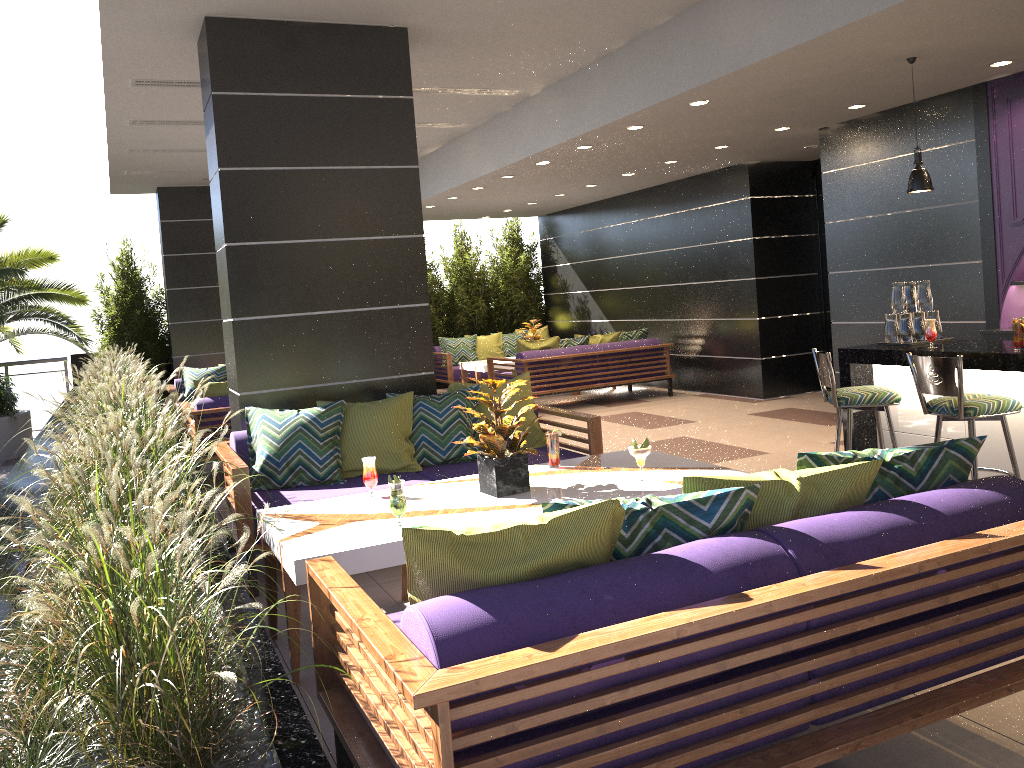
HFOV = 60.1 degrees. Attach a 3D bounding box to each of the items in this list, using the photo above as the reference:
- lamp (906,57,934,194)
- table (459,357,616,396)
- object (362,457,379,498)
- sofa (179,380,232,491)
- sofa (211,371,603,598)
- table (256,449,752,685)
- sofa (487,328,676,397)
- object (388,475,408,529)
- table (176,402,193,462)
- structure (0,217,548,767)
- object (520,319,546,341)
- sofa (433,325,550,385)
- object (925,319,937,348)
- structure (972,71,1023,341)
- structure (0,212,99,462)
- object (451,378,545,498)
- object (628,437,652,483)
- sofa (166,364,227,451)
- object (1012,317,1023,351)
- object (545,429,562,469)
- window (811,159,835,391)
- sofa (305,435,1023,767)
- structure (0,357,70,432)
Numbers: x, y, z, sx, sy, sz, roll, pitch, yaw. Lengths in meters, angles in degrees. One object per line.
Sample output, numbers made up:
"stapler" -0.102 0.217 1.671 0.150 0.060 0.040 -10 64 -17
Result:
"lamp" 2.801 -1.650 5.329 0.193 0.862 1.082 -5 4 -24
"table" 0.387 -0.109 12.466 2.041 0.552 0.942 -7 5 -24
"object" -0.655 0.432 4.094 0.069 0.180 0.068 -7 3 -41
"sofa" -1.948 0.300 8.309 2.131 0.917 1.120 -7 5 -24
"sofa" -0.633 0.491 5.355 2.131 0.917 1.120 -7 5 -24
"table" -0.016 0.761 3.992 2.041 0.552 0.942 -7 5 -24
"sofa" 0.871 -0.214 11.300 2.131 0.917 1.120 -7 5 -24
"object" -0.451 0.460 3.500 0.069 0.210 0.068 -7 3 -41
"table" -2.472 0.404 9.510 2.041 0.552 0.942 -7 5 -24
"structure" 1.963 -0.634 3.489 7.834 3.113 24.754 -7 6 -24
"object" 0.305 -0.640 12.417 0.430 0.525 0.426 -5 4 -7
"sofa" -0.174 -0.366 13.647 2.131 0.917 1.120 -7 5 -24
"object" 2.637 -0.317 5.570 0.068 0.180 0.069 -2 3 38
"structure" 4.600 -0.775 4.707 0.531 2.752 4.635 -5 5 -24
"structure" -6.868 -0.710 10.305 3.747 3.295 3.818 -3 4 19
"object" -0.053 0.226 3.964 0.430 0.525 0.426 -5 4 -12
"object" 0.579 0.339 3.985 0.105 0.197 0.106 -4 3 4
"sofa" -2.992 0.148 10.656 2.131 0.917 1.120 -7 5 -24
"object" 2.879 -0.285 5.015 0.067 0.189 0.085 -4 3 1
"object" 0.215 0.326 4.442 0.084 0.189 0.067 -4 3 1
"window" 4.036 -1.234 9.771 0.109 2.754 1.828 -5 3 -24
"sofa" 0.566 0.665 2.661 2.131 0.917 1.120 -7 5 -24
"structure" -8.350 1.337 2.109 12.947 1.056 17.522 -7 6 -24
